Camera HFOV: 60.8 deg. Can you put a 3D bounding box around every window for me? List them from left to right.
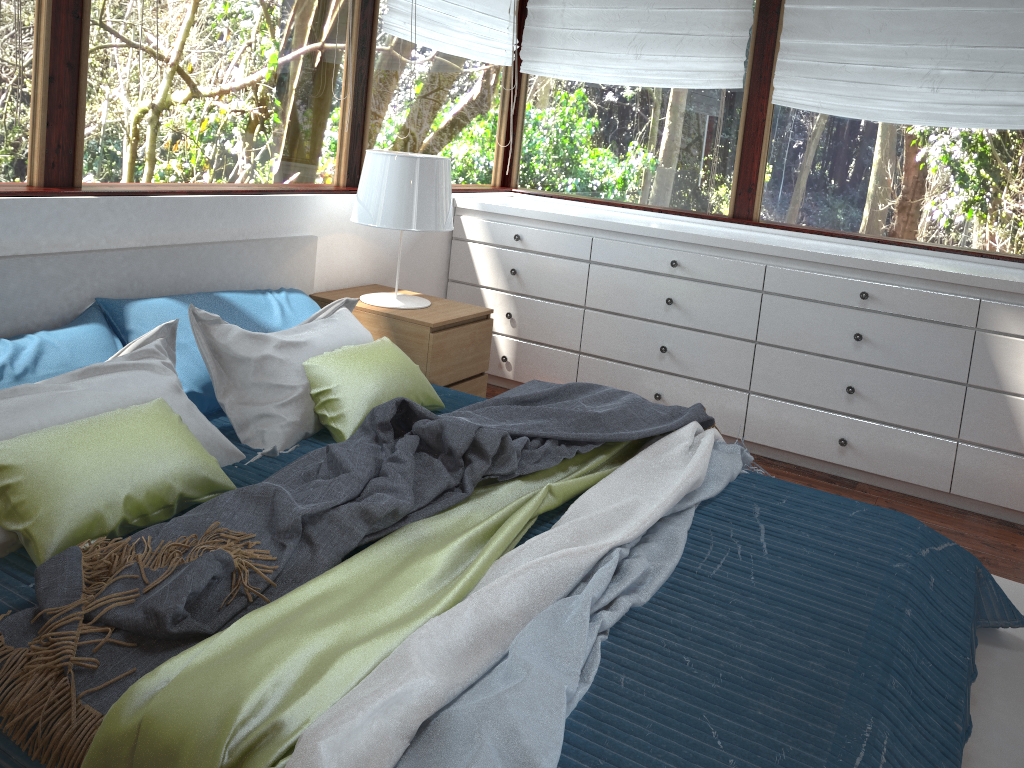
[{"bbox_3d":[2.326,-0.589,0.635,8.423,1.886,5.359,14,17,28],"label":"window"}]

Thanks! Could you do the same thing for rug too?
[{"bbox_3d":[0.209,0.687,1.923,1.826,0.047,2.760,14,18,27],"label":"rug"}]

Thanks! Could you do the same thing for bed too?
[{"bbox_3d":[-0.181,0.242,2.110,2.614,0.750,2.174,14,17,28],"label":"bed"}]

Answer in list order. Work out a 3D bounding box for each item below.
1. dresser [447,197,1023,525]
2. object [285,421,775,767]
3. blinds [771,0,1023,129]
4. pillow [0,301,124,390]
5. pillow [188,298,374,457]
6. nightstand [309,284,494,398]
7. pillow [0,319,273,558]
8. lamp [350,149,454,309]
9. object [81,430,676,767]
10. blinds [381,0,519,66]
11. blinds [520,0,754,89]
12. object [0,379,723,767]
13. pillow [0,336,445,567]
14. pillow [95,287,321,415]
[{"bbox_3d":[1.140,-0.195,3.842,3.162,0.861,0.624,14,12,28],"label":"dresser"},{"bbox_3d":[0.251,0.501,1.789,0.542,0.365,2.200,11,16,22],"label":"object"},{"bbox_3d":[1.786,-1.455,3.809,1.244,0.631,0.054,14,9,29],"label":"blinds"},{"bbox_3d":[-1.307,0.012,2.147,0.351,0.320,0.929,11,16,25],"label":"pillow"},{"bbox_3d":[-0.605,-0.089,2.741,0.364,0.380,0.870,10,15,22],"label":"pillow"},{"bbox_3d":[-0.464,-0.064,3.495,0.617,0.529,0.434,12,12,28],"label":"nightstand"},{"bbox_3d":[-1.020,0.106,2.041,0.478,0.349,0.890,11,15,23],"label":"pillow"},{"bbox_3d":[-0.432,-0.612,3.430,0.409,0.576,0.413,9,10,20],"label":"lamp"},{"bbox_3d":[-0.052,0.466,1.999,0.497,0.434,2.148,11,16,23],"label":"object"},{"bbox_3d":[-0.250,-1.870,4.289,0.054,0.493,1.198,9,14,28],"label":"blinds"},{"bbox_3d":[0.604,-1.808,4.467,1.260,0.544,0.054,14,9,28],"label":"blinds"},{"bbox_3d":[-0.197,0.258,2.134,0.641,0.396,2.150,15,18,35],"label":"object"},{"bbox_3d":[-0.659,0.089,2.290,0.315,0.213,1.403,12,17,26],"label":"pillow"},{"bbox_3d":[-0.883,-0.152,2.899,0.371,0.310,0.938,11,16,25],"label":"pillow"}]
